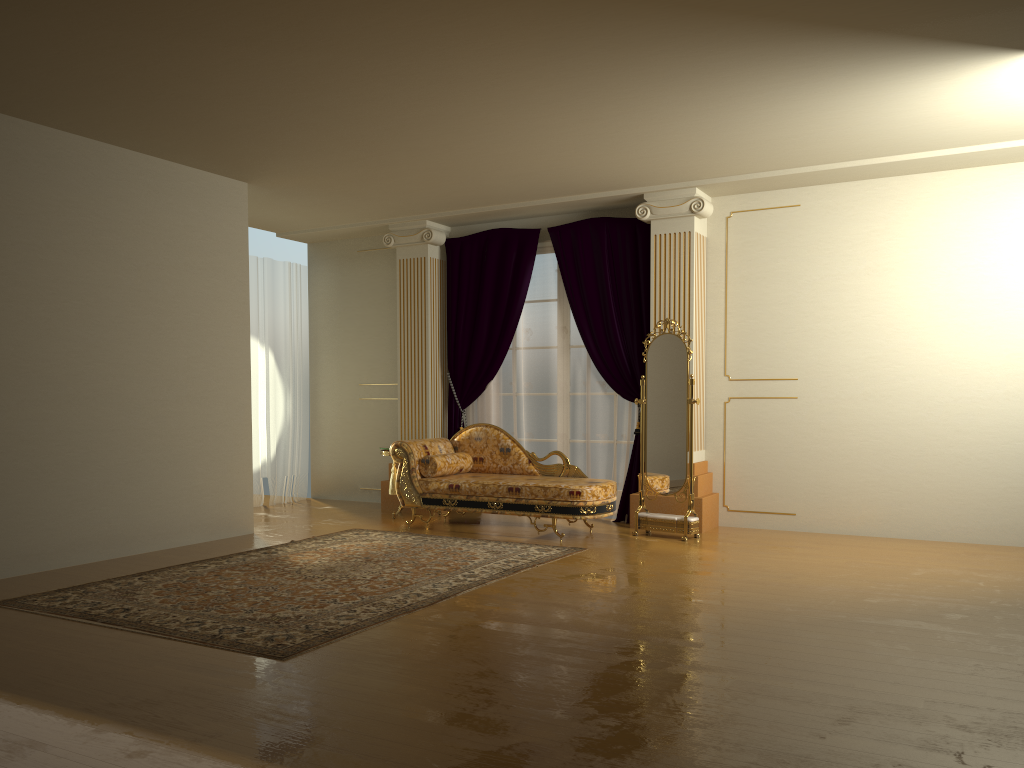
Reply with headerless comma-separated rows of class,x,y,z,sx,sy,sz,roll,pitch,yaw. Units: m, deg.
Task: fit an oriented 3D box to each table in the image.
table,-0.932,0.901,8.167,0.571,0.645,0.570,-1,1,-16

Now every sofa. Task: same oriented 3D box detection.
sofa,-0.070,0.765,7.226,1.892,0.873,0.692,0,1,29

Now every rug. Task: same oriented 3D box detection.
rug,-1.119,1.165,5.502,2.116,0.017,3.075,-1,-1,29

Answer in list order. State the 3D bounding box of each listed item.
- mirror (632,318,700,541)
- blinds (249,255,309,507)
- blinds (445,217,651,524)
mirror,1.196,0.341,6.844,0.541,1.705,0.242,2,4,39
blinds,-2.677,-0.019,8.561,0.164,2.513,2.162,2,2,31
blinds,0.336,-0.109,8.054,2.234,2.660,0.338,1,3,30
